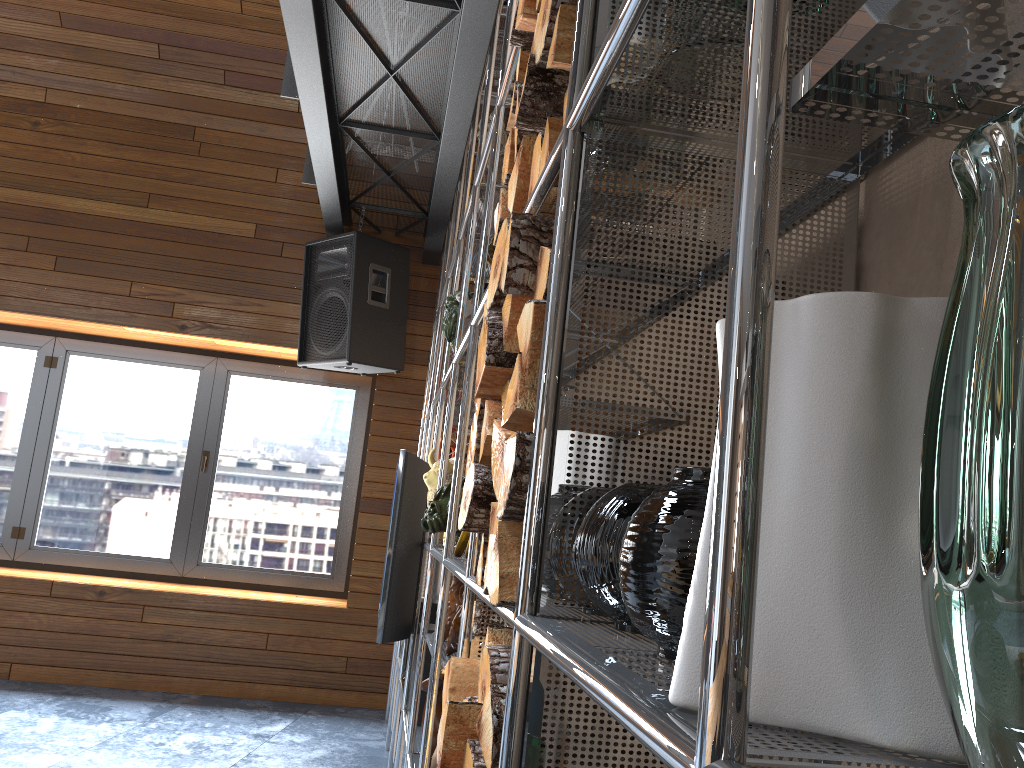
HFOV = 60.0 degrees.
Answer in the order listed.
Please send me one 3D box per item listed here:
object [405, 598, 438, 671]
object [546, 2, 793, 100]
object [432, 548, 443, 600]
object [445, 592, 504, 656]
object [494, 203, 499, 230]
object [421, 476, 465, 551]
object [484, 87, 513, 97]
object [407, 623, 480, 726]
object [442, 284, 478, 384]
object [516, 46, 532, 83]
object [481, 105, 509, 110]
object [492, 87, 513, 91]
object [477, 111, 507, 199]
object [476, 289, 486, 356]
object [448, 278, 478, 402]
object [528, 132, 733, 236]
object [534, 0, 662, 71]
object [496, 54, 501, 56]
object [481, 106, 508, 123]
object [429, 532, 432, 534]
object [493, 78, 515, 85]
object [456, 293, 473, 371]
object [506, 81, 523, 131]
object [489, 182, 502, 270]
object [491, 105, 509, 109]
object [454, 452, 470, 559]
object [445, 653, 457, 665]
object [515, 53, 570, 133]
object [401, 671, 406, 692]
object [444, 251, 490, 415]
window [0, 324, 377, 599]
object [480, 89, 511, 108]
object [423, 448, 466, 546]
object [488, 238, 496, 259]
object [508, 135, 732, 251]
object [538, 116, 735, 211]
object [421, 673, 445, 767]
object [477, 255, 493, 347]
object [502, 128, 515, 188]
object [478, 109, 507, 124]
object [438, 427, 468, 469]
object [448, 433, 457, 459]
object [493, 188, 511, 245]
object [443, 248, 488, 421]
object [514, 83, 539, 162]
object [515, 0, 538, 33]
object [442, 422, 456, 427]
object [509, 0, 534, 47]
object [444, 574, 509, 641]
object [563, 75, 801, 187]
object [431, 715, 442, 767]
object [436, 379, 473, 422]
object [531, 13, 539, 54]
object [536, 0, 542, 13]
[{"bbox_3d":[-0.288,1.106,3.854,0.343,0.303,0.175,7,-9,-7],"label":"object"},{"bbox_3d":[0.200,-0.406,1.132,0.303,0.088,0.095,7,-9,-5],"label":"object"},{"bbox_3d":[-0.359,1.016,4.094,0.112,0.533,0.112,7,-9,-7],"label":"object"},{"bbox_3d":[-0.077,0.602,2.234,0.105,0.168,0.210,0,-11,32],"label":"object"},{"bbox_3d":[0.123,-0.332,1.769,0.314,0.280,0.151,8,-9,-9],"label":"object"},{"bbox_3d":[-0.063,0.369,2.475,0.403,0.221,0.192,1,-10,29],"label":"object"},{"bbox_3d":[-0.099,-1.568,4.830,0.226,0.012,0.159,7,-9,-7],"label":"object"},{"bbox_3d":[-0.158,0.980,2.969,0.343,0.303,0.175,7,-9,-7],"label":"object"},{"bbox_3d":[-0.118,-0.179,3.138,0.255,0.356,0.167,4,-9,12],"label":"object"},{"bbox_3d":[0.160,-0.533,1.589,0.308,0.120,0.097,7,-9,-3],"label":"object"},{"bbox_3d":[-0.136,-1.556,5.093,0.218,0.013,0.161,7,-9,-7],"label":"object"},{"bbox_3d":[-0.099,-1.589,4.823,0.262,0.025,0.176,7,-9,-7],"label":"object"},{"bbox_3d":[-0.027,-0.743,2.926,0.208,0.280,0.131,10,-10,-25],"label":"object"},{"bbox_3d":[0.019,-0.172,2.617,0.272,0.208,0.137,7,-9,-4],"label":"object"},{"bbox_3d":[-0.158,-0.163,3.545,0.219,0.441,0.462,7,-9,-7],"label":"object"},{"bbox_3d":[0.180,-0.308,1.339,0.299,0.114,0.135,7,-9,-5],"label":"object"},{"bbox_3d":[0.182,-0.478,1.200,0.286,0.143,0.143,7,-9,-7],"label":"object"},{"bbox_3d":[-0.028,-1.526,3.900,0.112,0.177,0.009,7,-9,-7],"label":"object"},{"bbox_3d":[-0.136,-1.545,5.082,0.216,0.013,0.161,7,-9,-7],"label":"object"},{"bbox_3d":[-0.353,0.721,4.578,0.320,0.114,0.404,7,-9,-7],"label":"object"},{"bbox_3d":[-0.089,-1.622,4.814,0.228,0.016,0.182,7,-9,-7],"label":"object"},{"bbox_3d":[-0.100,-0.170,2.901,0.164,0.266,0.237,5,-9,9],"label":"object"},{"bbox_3d":[0.160,-0.466,1.581,0.331,0.110,0.107,7,-9,-5],"label":"object"},{"bbox_3d":[-0.024,-0.716,3.647,0.207,0.442,0.328,8,-9,-14],"label":"object"},{"bbox_3d":[-0.148,-1.571,5.085,0.243,0.012,0.159,7,-9,-7],"label":"object"},{"bbox_3d":[0.001,0.303,2.228,0.290,0.290,0.097,11,-10,-27],"label":"object"},{"bbox_3d":[-0.161,0.825,2.751,0.112,0.533,0.112,7,-9,-7],"label":"object"},{"bbox_3d":[0.164,-0.395,1.268,0.312,0.110,0.103,7,-9,-4],"label":"object"},{"bbox_3d":[-0.255,1.158,3.373,0.325,0.058,0.360,7,-9,-7],"label":"object"},{"bbox_3d":[-0.130,-0.285,4.053,0.305,0.840,0.237,7,-9,-5],"label":"object"},{"bbox_3d":[-3.791,0.253,5.175,5.936,1.522,0.101,7,-9,-7],"label":"window"},{"bbox_3d":[-0.115,-1.558,4.823,0.201,0.012,0.161,7,-9,-7],"label":"object"},{"bbox_3d":[-0.135,0.368,2.821,0.325,0.310,0.154,10,-10,-22],"label":"object"},{"bbox_3d":[0.042,-0.256,2.285,0.227,0.270,0.123,7,-9,-7],"label":"object"},{"bbox_3d":[0.178,-0.294,1.465,0.362,0.131,0.154,7,-9,-8],"label":"object"},{"bbox_3d":[0.195,-0.311,1.229,0.303,0.095,0.087,7,-9,-7],"label":"object"},{"bbox_3d":[-0.138,0.900,2.383,0.249,0.290,0.114,3,-9,18],"label":"object"},{"bbox_3d":[0.039,-0.235,2.454,0.290,0.290,0.097,8,-9,-9],"label":"object"},{"bbox_3d":[0.146,-0.372,1.581,0.321,0.109,0.110,7,-9,-8],"label":"object"},{"bbox_3d":[-0.152,-1.529,5.077,0.234,0.025,0.176,7,-9,-7],"label":"object"},{"bbox_3d":[-0.301,0.339,4.527,0.060,0.223,0.267,-1,-11,38],"label":"object"},{"bbox_3d":[-0.334,0.362,4.724,0.116,0.229,0.233,0,-11,32],"label":"object"},{"bbox_3d":[0.139,-0.279,1.558,0.330,0.105,0.107,7,-9,-5],"label":"object"},{"bbox_3d":[-0.187,-0.273,4.316,0.244,0.880,0.244,3,-10,21],"label":"object"},{"bbox_3d":[0.165,-0.421,1.476,0.329,0.135,0.095,7,-9,-4],"label":"object"},{"bbox_3d":[0.176,-0.588,1.372,0.321,0.128,0.164,7,-9,-7],"label":"object"},{"bbox_3d":[-0.321,0.129,4.780,0.233,0.210,0.107,9,-10,-20],"label":"object"},{"bbox_3d":[0.158,-0.645,1.564,0.312,0.150,0.140,7,-9,-4],"label":"object"},{"bbox_3d":[-0.086,0.616,2.460,0.217,0.214,0.108,3,-9,17],"label":"object"},{"bbox_3d":[0.214,-0.333,1.145,0.287,0.112,0.126,7,-9,-7],"label":"object"},{"bbox_3d":[-0.109,0.898,2.145,0.119,0.220,0.212,2,-10,26],"label":"object"},{"bbox_3d":[-0.282,0.094,4.535,0.278,0.222,0.138,6,-9,3],"label":"object"},{"bbox_3d":[0.195,-0.490,1.329,0.331,0.110,0.101,8,-9,-9],"label":"object"},{"bbox_3d":[0.206,-0.561,1.252,0.329,0.107,0.128,7,-9,-8],"label":"object"}]
